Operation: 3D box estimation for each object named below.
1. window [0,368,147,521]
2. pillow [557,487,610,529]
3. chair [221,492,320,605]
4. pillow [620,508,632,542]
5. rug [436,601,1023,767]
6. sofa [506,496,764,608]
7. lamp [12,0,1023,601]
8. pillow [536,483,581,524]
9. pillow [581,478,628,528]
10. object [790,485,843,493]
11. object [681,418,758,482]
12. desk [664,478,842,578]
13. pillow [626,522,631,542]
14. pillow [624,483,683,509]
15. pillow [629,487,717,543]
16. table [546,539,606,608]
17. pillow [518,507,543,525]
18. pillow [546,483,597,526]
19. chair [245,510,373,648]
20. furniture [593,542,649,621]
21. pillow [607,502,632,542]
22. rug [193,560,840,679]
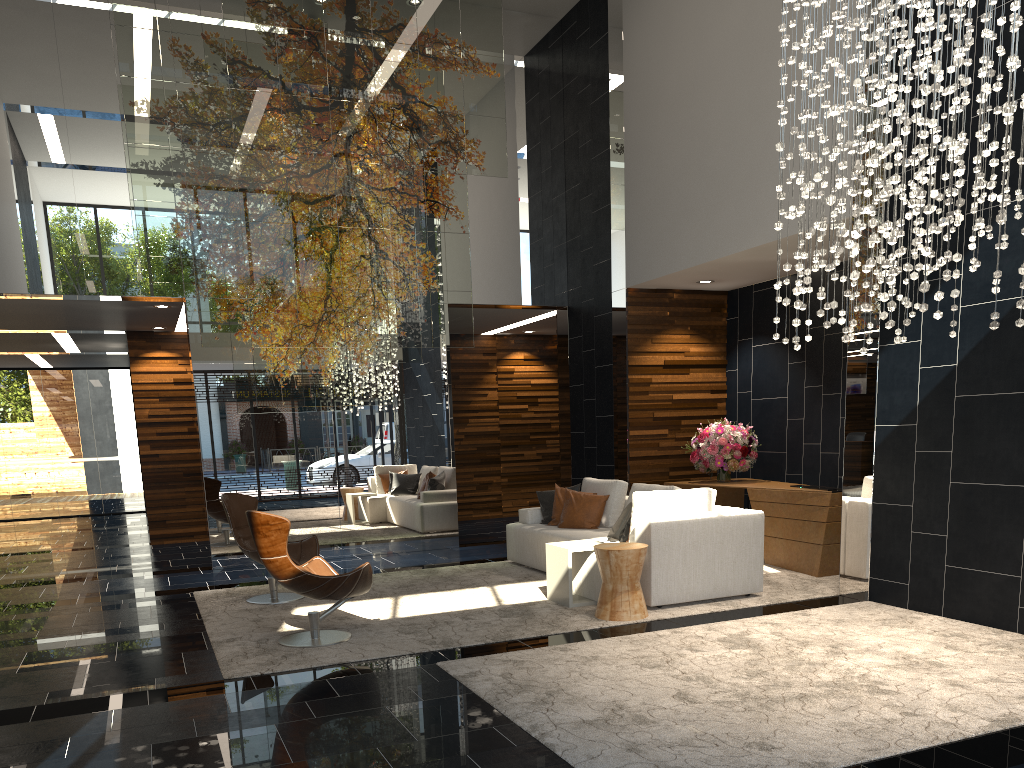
[{"bbox_3d":[-9.195,1.157,16.306,3.934,2.918,0.058,-3,10,-22],"label":"window"},{"bbox_3d":[0.658,1.189,8.176,0.518,0.424,0.262,0,6,37],"label":"pillow"},{"bbox_3d":[-2.055,1.377,7.288,0.789,0.955,0.657,-2,6,5],"label":"chair"},{"bbox_3d":[1.077,1.130,7.091,0.254,0.424,0.544,3,4,35],"label":"pillow"},{"bbox_3d":[1.567,1.588,4.787,3.397,0.006,2.308,-1,-3,-23],"label":"rug"},{"bbox_3d":[0.833,1.417,7.771,1.283,0.697,2.816,-2,-2,-23],"label":"sofa"},{"bbox_3d":[-4.029,-46.667,1.285,399.135,116.873,392.430,-2,-2,3],"label":"lamp"},{"bbox_3d":[0.473,1.194,8.568,0.554,0.426,0.248,-1,7,25],"label":"pillow"},{"bbox_3d":[0.860,1.147,8.376,0.246,0.461,0.710,-5,2,-24],"label":"pillow"},{"bbox_3d":[2.806,0.945,7.810,0.240,0.027,0.700,-1,-3,-13],"label":"object"},{"bbox_3d":[2.221,0.691,9.036,0.684,0.694,0.651,-4,5,-32],"label":"object"},{"bbox_3d":[2.544,1.375,8.585,0.984,0.764,2.216,-3,-1,-23],"label":"desk"},{"bbox_3d":[1.115,1.105,6.892,0.516,0.424,0.263,-3,6,-27],"label":"pillow"},{"bbox_3d":[1.210,1.099,7.560,0.288,0.446,0.709,-5,2,-22],"label":"pillow"},{"bbox_3d":[1.253,1.049,6.734,0.708,0.472,0.213,-2,8,-21],"label":"pillow"},{"bbox_3d":[0.539,1.494,6.831,0.397,0.478,0.393,-4,5,-23],"label":"table"},{"bbox_3d":[0.378,1.335,8.843,0.619,0.155,0.237,-1,0,-28],"label":"pillow"},{"bbox_3d":[0.580,1.178,8.380,0.548,0.442,0.237,-1,7,32],"label":"pillow"},{"bbox_3d":[-1.320,1.271,5.783,0.672,0.954,0.772,2,6,35],"label":"chair"},{"bbox_3d":[0.789,1.427,6.244,0.393,0.535,0.382,-1,6,12],"label":"furniture"},{"bbox_3d":[0.997,1.144,7.253,0.298,0.373,0.495,1,3,27],"label":"pillow"},{"bbox_3d":[0.411,1.776,7.590,5.869,0.006,3.175,-1,-3,-23],"label":"rug"}]
